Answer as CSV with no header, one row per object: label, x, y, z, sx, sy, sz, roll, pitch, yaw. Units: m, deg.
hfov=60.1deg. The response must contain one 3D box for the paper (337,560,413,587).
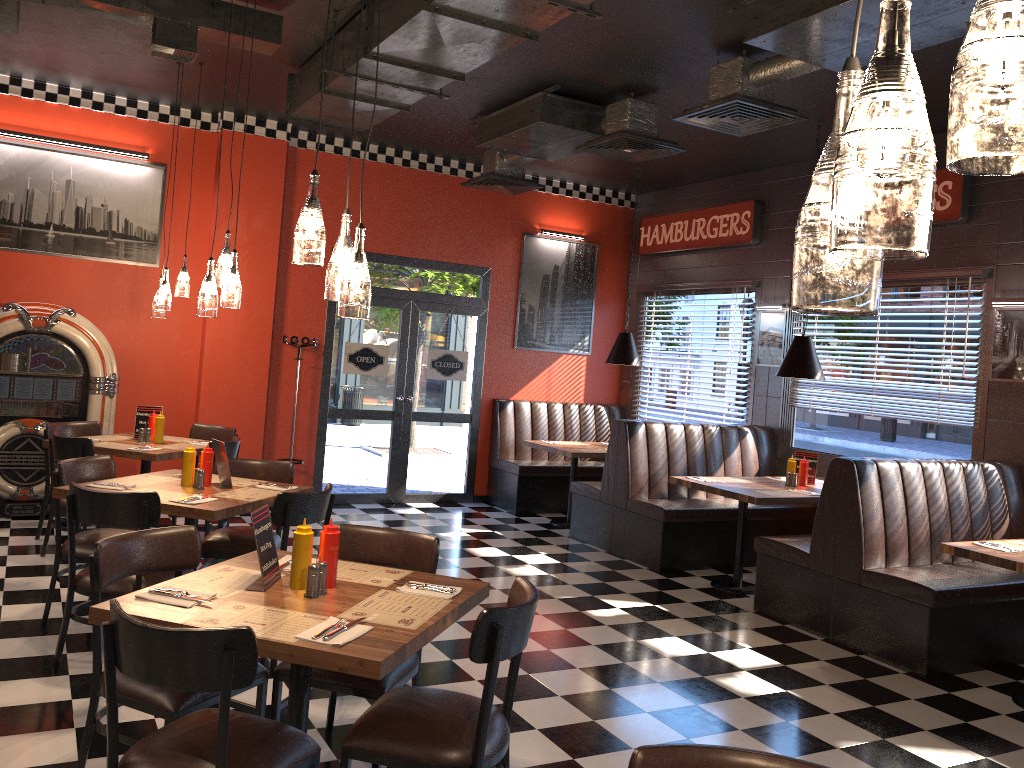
paper,-0.586,0.701,3.301,0.365,0.001,0.261,5,2,15

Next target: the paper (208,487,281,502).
paper,-1.415,0.592,4.767,0.261,0.001,0.365,5,2,16

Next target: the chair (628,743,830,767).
chair,0.406,1.174,1.548,0.487,0.868,0.544,4,0,11

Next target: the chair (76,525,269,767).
chair,-1.228,0.996,3.189,0.545,0.868,0.485,4,0,25

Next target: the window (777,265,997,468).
window,3.082,-0.085,7.447,0.127,1.715,2.030,5,0,-29

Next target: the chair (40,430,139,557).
chair,-2.924,0.774,6.140,0.487,0.868,0.543,4,0,36

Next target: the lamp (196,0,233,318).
lamp,-1.570,-1.341,4.787,0.108,1.967,0.108,5,-1,-17

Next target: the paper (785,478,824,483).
paper,2.453,0.809,7.458,0.365,0.001,0.261,3,2,-31

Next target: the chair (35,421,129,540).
chair,-3.225,0.735,6.666,0.545,0.868,0.485,4,0,26

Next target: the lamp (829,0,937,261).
lamp,0.487,-1.125,1.011,0.108,1.967,0.108,5,-1,-42

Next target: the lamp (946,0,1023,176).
lamp,0.626,-1.227,1.019,0.108,1.967,0.108,5,-1,-37

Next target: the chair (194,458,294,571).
chair,-1.598,0.904,5.280,0.486,0.868,0.544,4,0,-6

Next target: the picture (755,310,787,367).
picture,2.477,-0.435,8.470,0.012,0.537,0.351,5,0,-29

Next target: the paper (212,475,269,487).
paper,-1.645,0.562,5.151,0.365,0.001,0.261,5,2,15

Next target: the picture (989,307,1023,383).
picture,3.615,-0.282,6.370,0.012,0.537,0.351,5,0,-29

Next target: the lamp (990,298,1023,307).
lamp,3.610,-0.586,6.355,0.081,0.056,0.335,4,2,-29

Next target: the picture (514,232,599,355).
picture,0.520,-1.013,10.105,1.022,1.302,0.016,4,-1,-29

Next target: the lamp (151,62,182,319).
lamp,-2.612,-1.482,6.748,0.108,1.967,0.108,4,-1,43

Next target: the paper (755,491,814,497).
paper,1.984,0.803,6.486,0.365,0.001,0.261,4,2,-27

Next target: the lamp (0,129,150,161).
lamp,-3.904,-2.082,7.639,1.442,0.056,0.081,3,1,-29

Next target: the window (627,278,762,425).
window,1.944,-0.238,9.546,0.127,1.715,2.030,5,0,-29

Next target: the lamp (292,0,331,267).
lamp,-0.619,-1.386,3.025,0.108,1.967,0.108,4,-1,33

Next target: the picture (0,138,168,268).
picture,-3.956,-1.576,7.657,1.767,0.940,0.023,4,0,-29

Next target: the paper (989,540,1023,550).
paper,2.939,0.921,5.044,0.365,0.001,0.261,4,2,-28

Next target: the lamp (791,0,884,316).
lamp,0.483,-1.070,1.133,0.108,1.967,0.108,4,-1,18

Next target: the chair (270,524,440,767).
chair,-0.595,1.036,3.486,0.487,0.868,0.544,4,0,16

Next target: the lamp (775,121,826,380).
lamp,2.359,-1.063,7.028,0.382,2.045,0.381,4,-1,43

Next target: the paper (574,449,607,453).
paper,0.795,0.647,8.575,0.365,0.001,0.261,3,2,-31

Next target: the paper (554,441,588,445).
paper,0.586,0.612,9.178,0.365,0.001,0.261,3,2,-28

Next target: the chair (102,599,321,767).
chair,-0.876,1.044,2.528,0.487,0.868,0.544,4,0,19

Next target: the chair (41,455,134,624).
chair,-2.259,0.863,4.927,0.545,0.868,0.486,4,0,9

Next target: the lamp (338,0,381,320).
lamp,-0.459,-1.201,3.002,0.108,1.967,0.108,5,-1,-17

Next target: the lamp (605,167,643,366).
lamp,1.225,-1.216,9.122,0.382,2.045,0.381,4,-1,20

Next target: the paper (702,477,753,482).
paper,1.730,0.765,7.081,0.365,0.001,0.261,4,2,-27

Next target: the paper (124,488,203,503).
paper,-1.813,0.568,4.532,0.366,0.001,0.261,5,2,18

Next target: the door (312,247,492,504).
door,-1.109,-0.035,9.252,1.797,2.574,0.128,4,-1,-29

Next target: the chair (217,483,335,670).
chair,-1.246,0.951,4.619,0.545,0.868,0.486,4,0,20

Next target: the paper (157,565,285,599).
paper,-0.992,0.677,3.050,0.261,0.001,0.365,5,2,17

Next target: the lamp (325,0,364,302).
lamp,-0.525,-1.268,3.103,0.108,1.967,0.108,4,-1,13

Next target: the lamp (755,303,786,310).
lamp,2.470,-0.739,8.458,0.081,0.056,0.335,4,2,-29

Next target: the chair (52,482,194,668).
chair,-1.879,0.911,4.322,0.487,0.868,0.544,4,0,11

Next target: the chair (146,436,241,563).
chair,-2.292,0.814,6.449,0.544,0.868,0.486,4,0,3

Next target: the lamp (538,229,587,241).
lamp,0.573,-1.695,10.079,0.609,0.056,0.081,3,1,-29

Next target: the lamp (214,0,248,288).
lamp,-1.536,-1.516,4.963,0.108,1.967,0.108,4,-1,18

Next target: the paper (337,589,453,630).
paper,-0.373,0.730,2.887,0.261,0.001,0.365,5,2,14

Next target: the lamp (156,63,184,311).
lamp,-2.537,-1.533,6.648,0.108,1.967,0.108,4,-1,13

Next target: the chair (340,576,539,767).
chair,-0.215,1.084,2.881,0.545,0.868,0.486,4,0,14

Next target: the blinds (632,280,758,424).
blinds,1.883,-0.262,9.501,0.099,1.635,1.872,5,0,-29

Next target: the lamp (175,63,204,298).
lamp,-2.425,-1.639,6.729,0.108,1.967,0.108,4,-1,3

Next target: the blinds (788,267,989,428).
blinds,3.041,-0.323,7.401,0.100,1.206,1.872,5,1,-29

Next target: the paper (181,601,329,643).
paper,-0.753,0.708,2.653,0.365,0.001,0.261,5,2,15

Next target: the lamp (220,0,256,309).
lamp,-1.465,-1.395,4.858,0.108,1.967,0.108,4,-1,43

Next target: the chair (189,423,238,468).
chair,-2.547,0.773,7.131,0.487,0.868,0.543,4,0,26
